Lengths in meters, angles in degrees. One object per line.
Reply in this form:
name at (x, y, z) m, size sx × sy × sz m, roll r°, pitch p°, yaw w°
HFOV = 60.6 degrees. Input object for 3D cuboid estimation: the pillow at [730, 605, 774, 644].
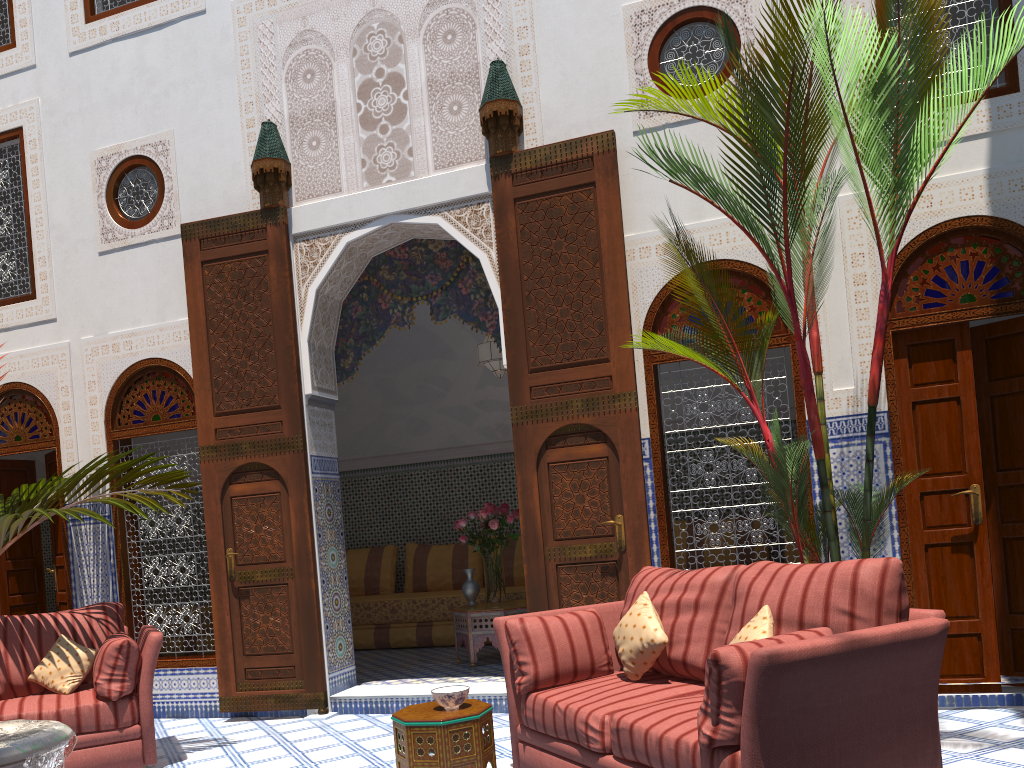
pillow at (0.623, 0.720, 2.318) m, size 0.148 × 0.257 × 0.281 m, roll -6°, pitch -5°, yaw 17°

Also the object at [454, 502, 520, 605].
object at (-0.129, 0.991, 5.127) m, size 0.452 × 0.594 × 0.333 m, roll -8°, pitch -4°, yaw 44°

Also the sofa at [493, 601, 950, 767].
sofa at (0.569, 0.957, 2.610) m, size 0.729 × 0.538 × 1.382 m, roll -2°, pitch -9°, yaw -27°

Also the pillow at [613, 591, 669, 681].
pillow at (0.406, 0.807, 2.812) m, size 0.130 × 0.276 × 0.305 m, roll -4°, pitch -5°, yaw -16°

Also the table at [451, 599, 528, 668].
table at (-0.055, 1.457, 5.145) m, size 0.540 × 0.322 × 0.541 m, roll -7°, pitch -7°, yaw 18°

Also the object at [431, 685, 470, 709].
object at (-0.185, 0.953, 2.654) m, size 0.119 × 0.057 × 0.118 m, roll -9°, pitch -9°, yaw 30°

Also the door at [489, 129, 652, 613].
door at (0.275, 0.193, 3.881) m, size 0.585 × 2.510 × 0.123 m, roll -5°, pitch -1°, yaw 18°

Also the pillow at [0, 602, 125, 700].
pillow at (-1.983, 1.169, 3.852) m, size 0.558 × 0.373 × 0.324 m, roll -2°, pitch -5°, yaw -26°

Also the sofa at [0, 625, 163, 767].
sofa at (-2.155, 1.348, 3.578) m, size 1.356 × 0.539 × 0.742 m, roll -1°, pitch -7°, yaw -27°

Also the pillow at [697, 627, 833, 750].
pillow at (0.613, 0.717, 2.081) m, size 0.395 × 0.242 × 0.189 m, roll -1°, pitch -5°, yaw -26°

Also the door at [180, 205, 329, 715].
door at (-1.287, 0.407, 4.380) m, size 0.585 × 2.510 × 0.123 m, roll -5°, pitch 0°, yaw 13°

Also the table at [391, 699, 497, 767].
table at (-0.199, 1.145, 2.651) m, size 0.288 × 0.323 × 0.292 m, roll -3°, pitch -5°, yaw -27°

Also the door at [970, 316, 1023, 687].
door at (2.027, 0.472, 3.469) m, size 0.024 × 1.460 × 0.288 m, roll -4°, pitch -1°, yaw -42°

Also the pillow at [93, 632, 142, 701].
pillow at (-1.640, 1.165, 3.637) m, size 0.186 × 0.241 × 0.402 m, roll -3°, pitch -7°, yaw -26°

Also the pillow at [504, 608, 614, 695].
pillow at (0.164, 0.906, 2.972) m, size 0.378 × 0.252 × 0.190 m, roll -2°, pitch -5°, yaw -25°

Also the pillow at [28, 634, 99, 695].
pillow at (-1.873, 1.170, 3.662) m, size 0.267 × 0.235 × 0.146 m, roll -7°, pitch -3°, yaw 20°

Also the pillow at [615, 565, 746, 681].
pillow at (0.564, 0.798, 2.921) m, size 0.300 × 0.377 × 0.590 m, roll -3°, pitch -7°, yaw -27°

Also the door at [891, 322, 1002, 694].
door at (1.727, 0.502, 3.492) m, size 0.287 × 1.460 × 0.123 m, roll -5°, pitch -1°, yaw 18°

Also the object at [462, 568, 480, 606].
object at (-0.244, 1.200, 5.182) m, size 0.107 × 0.212 × 0.106 m, roll -6°, pitch -2°, yaw 24°

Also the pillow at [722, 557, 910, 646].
pillow at (0.811, 0.687, 2.421) m, size 0.304 × 0.400 × 0.567 m, roll -3°, pitch -7°, yaw -31°
